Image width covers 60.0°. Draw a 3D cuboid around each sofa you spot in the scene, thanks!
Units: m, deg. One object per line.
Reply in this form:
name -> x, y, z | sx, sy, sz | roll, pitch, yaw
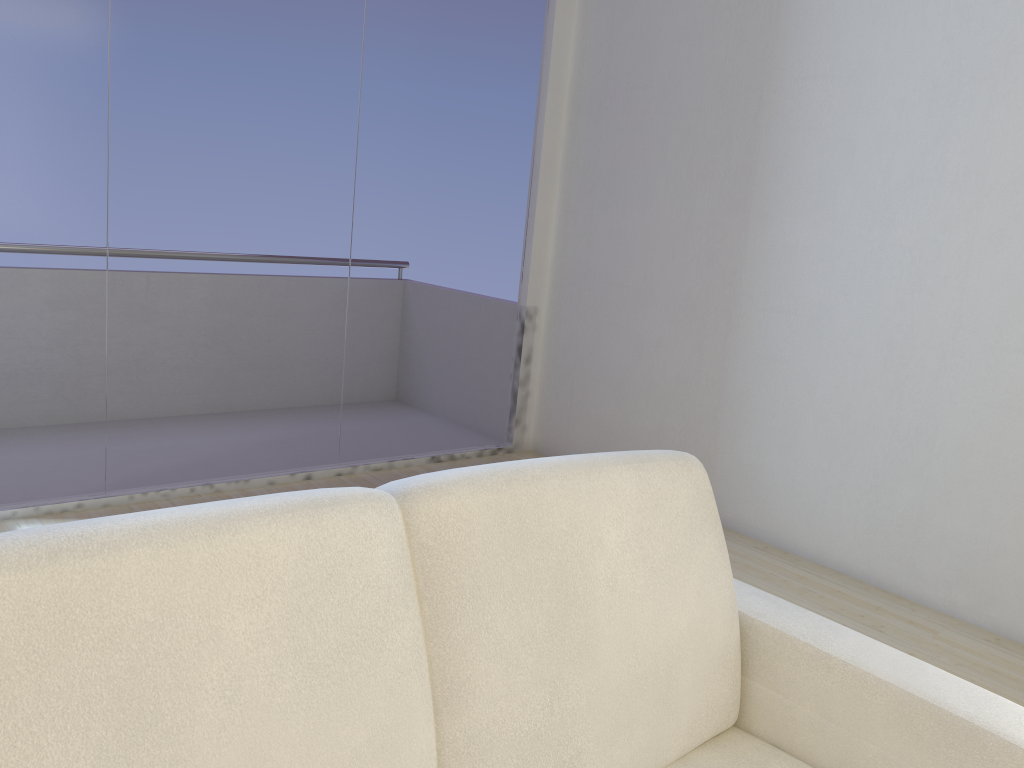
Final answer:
sofa -> -0.233, 0.621, 0.889 | 2.166, 0.862, 0.941 | -4, 14, -40

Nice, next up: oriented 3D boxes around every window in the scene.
window -> -1.041, -0.929, 3.443 | 2.988, 2.706, 0.012 | -4, 14, -40
